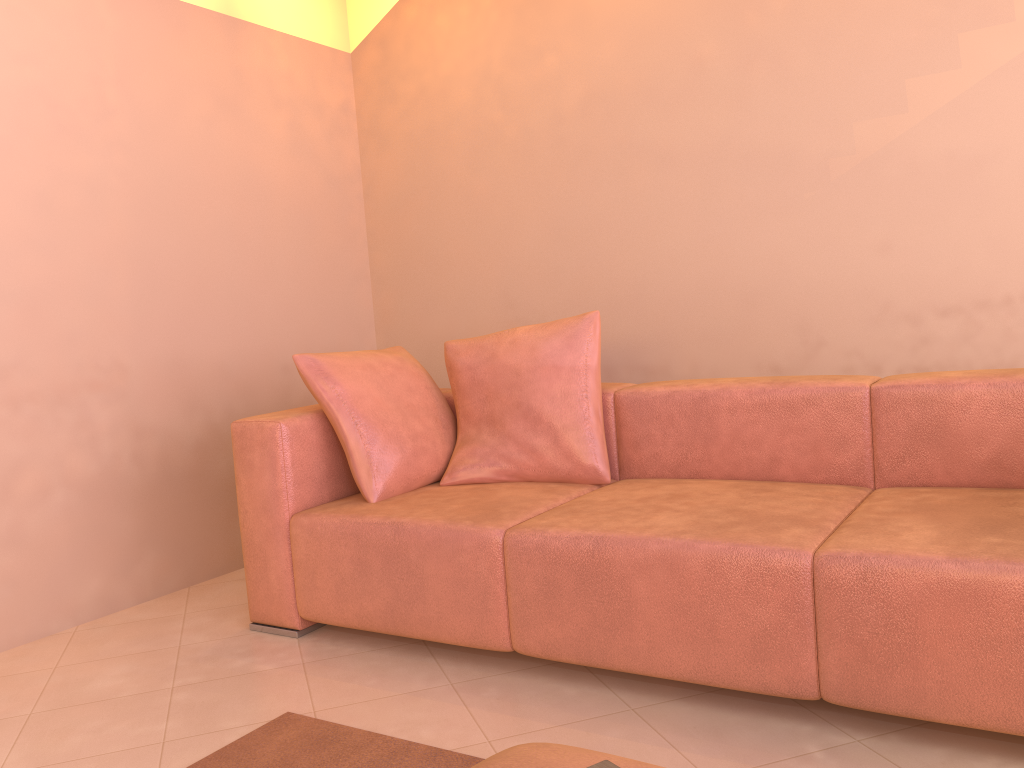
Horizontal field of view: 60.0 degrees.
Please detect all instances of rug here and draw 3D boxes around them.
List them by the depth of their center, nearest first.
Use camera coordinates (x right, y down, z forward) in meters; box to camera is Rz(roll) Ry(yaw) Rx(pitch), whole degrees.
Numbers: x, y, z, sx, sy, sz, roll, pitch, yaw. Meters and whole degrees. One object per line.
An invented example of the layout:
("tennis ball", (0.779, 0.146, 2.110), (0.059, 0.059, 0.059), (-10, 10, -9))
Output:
("rug", (-0.463, 0.893, 0.530), (1.833, 0.005, 2.626), (-2, 5, 32))

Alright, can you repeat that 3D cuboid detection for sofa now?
("sofa", (0.538, 0.349, 2.399), (2.781, 0.672, 0.943), (-2, 5, 32))

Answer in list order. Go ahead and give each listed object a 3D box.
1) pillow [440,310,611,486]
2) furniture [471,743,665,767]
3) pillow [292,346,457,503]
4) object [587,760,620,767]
("pillow", (0.033, 0.048, 2.853), (0.582, 0.528, 0.302), (-3, 4, 16))
("furniture", (-0.128, 0.665, 0.566), (0.685, 0.301, 1.291), (-1, 5, 37))
("pillow", (-0.388, 0.118, 2.903), (0.335, 0.486, 0.554), (-2, 5, 29))
("object", (0.051, 0.474, 0.726), (0.421, 0.034, 0.436), (-7, 5, -32))
